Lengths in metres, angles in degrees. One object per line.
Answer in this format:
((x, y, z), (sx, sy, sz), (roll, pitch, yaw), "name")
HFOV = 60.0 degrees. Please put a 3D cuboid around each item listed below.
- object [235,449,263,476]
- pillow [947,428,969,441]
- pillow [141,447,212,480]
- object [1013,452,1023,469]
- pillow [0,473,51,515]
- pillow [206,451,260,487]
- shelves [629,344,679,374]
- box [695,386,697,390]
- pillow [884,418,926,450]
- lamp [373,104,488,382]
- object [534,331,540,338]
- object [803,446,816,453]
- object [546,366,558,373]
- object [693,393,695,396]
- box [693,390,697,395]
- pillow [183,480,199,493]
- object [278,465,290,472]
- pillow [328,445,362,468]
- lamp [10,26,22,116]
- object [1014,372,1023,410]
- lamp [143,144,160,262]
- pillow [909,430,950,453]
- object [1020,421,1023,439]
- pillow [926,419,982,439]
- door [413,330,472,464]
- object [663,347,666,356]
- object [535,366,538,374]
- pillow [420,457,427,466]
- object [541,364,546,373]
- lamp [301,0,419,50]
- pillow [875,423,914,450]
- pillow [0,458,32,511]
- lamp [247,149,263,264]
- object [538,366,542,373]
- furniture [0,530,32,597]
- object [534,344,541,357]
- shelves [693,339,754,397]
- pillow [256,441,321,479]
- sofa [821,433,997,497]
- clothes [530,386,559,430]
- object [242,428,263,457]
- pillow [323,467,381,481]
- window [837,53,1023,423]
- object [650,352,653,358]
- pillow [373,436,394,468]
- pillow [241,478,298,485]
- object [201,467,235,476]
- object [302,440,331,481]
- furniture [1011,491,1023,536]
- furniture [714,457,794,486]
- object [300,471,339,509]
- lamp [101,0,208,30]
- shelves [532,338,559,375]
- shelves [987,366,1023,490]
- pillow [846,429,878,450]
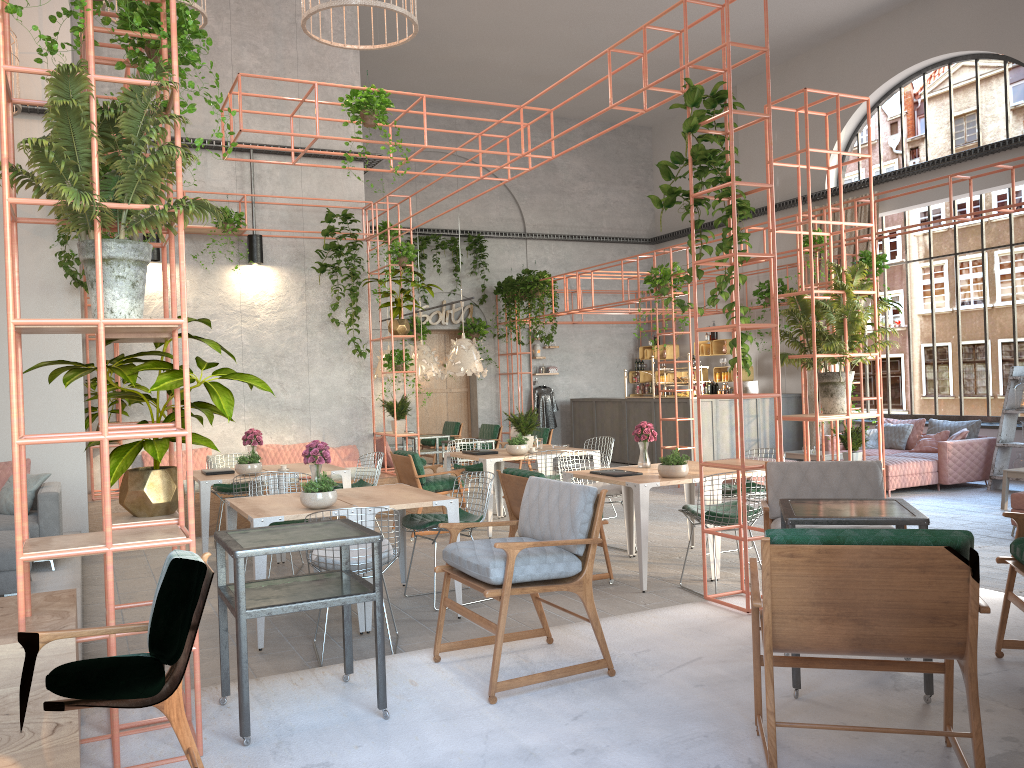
((-2.482, 0.739, 8.357), (0.248, 0.247, 0.254), (-2, 0, -26), "object")
((6.061, 0.793, 12.106), (0.308, 0.349, 0.495), (-2, 0, 24), "pillow")
((-4.014, 1.020, 10.713), (0.839, 0.474, 0.276), (-2, 0, -36), "pillow")
((6.519, 1.030, 11.350), (0.208, 0.320, 0.192), (-2, 0, -20), "object")
((-4.332, 0.966, 7.786), (0.495, 0.349, 0.308), (-2, 0, 24), "pillow")
((-3.426, 1.046, 10.975), (0.666, 0.385, 0.289), (-2, 0, -31), "pillow")
((3.143, 0.097, 18.957), (0.328, 1.838, 1.750), (-2, 0, -26), "shelves")
((3.696, 0.068, 17.641), (0.058, 0.093, 0.122), (-2, 0, -15), "box")
((5.818, 0.750, 13.366), (0.276, 0.474, 0.839), (-2, 0, -26), "pillow")
((-1.553, -2.075, 14.710), (0.704, 4.052, 4.456), (-2, 0, -26), "lamp")
((0.522, -1.042, 18.685), (0.133, 0.145, 0.133), (-2, 0, 26), "object")
((4.316, 0.980, 12.947), (0.199, 0.145, 0.156), (-2, 0, -11), "object")
((0.857, -0.301, 18.850), (0.219, 0.149, 0.129), (-2, 0, -26), "object")
((3.126, 0.167, 15.548), (0.240, 0.104, 0.073), (-2, 0, -45), "object")
((3.664, 0.162, 17.621), (0.058, 0.093, 0.122), (-2, 0, -26), "box")
((-3.889, 1.203, 10.301), (0.637, 0.149, 0.491), (-2, 0, -25), "pillow")
((-2.228, 0.817, 8.654), (0.115, 0.078, 0.115), (-2, 0, -20), "object")
((-2.274, 1.004, 11.536), (0.666, 0.385, 0.289), (-2, 0, -31), "pillow")
((-5.123, -4.331, 8.234), (0.883, 3.476, 0.883), (-2, 0, 27), "lamp")
((6.679, 0.085, 11.569), (0.216, 0.500, 0.216), (-2, 0, 6), "object")
((-4.321, -2.185, 10.587), (0.179, 1.425, 0.185), (-2, 0, -26), "lamp")
((5.914, 0.816, 12.536), (0.441, 0.317, 0.479), (-2, 0, -45), "pillow")
((6.649, 0.625, 11.381), (0.223, 0.297, 0.223), (-2, 0, -7), "object")
((6.204, 0.741, 12.546), (0.273, 0.476, 0.836), (-2, 0, -26), "pillow")
((-1.609, 0.261, 18.545), (1.360, 2.729, 0.551), (-2, 0, -26), "door")
((3.249, -0.675, 18.663), (0.137, 0.261, 0.137), (-2, 0, 10), "object")
((0.523, -0.302, 18.701), (0.055, 0.164, 0.092), (-2, 0, -7), "object")
((-1.547, 1.114, 12.686), (0.491, 0.149, 0.637), (-2, 0, -25), "pillow")
((0.663, -0.327, 18.756), (0.081, 0.204, 0.081), (-2, 0, -26), "object")
((-1.224, -4.465, 6.805), (0.883, 3.476, 0.883), (-2, 0, 27), "lamp")
((5.678, 0.787, 13.312), (0.289, 0.385, 0.666), (-2, 0, -26), "pillow")
((-4.774, 0.935, 7.930), (0.836, 0.476, 0.273), (-2, 0, -26), "pillow")
((-3.235, -2.225, 11.115), (0.179, 1.425, 0.185), (-2, 0, -26), "lamp")
((0.591, -0.298, 18.711), (0.063, 0.151, 0.063), (-2, 0, -40), "object")
((-4.000, 1.338, 6.364), (0.941, 0.446, 0.975), (-2, 0, -26), "furniture")
((0.535, -0.739, 18.696), (0.136, 0.336, 0.145), (-2, 0, -12), "object")
((3.982, 0.072, 17.230), (0.328, 1.838, 1.750), (-2, 0, -26), "shelves")
((-2.844, 0.977, 11.235), (0.839, 0.474, 0.276), (-2, 0, -6), "pillow")
((5.252, 1.088, 12.569), (1.960, 0.672, 2.219), (-2, 0, -26), "sofa")
((0.698, 0.533, 18.743), (0.366, 0.997, 0.625), (-2, 0, 44), "clothes")
((-2.649, 0.659, 9.071), (0.213, 0.414, 0.225), (-2, 0, -34), "object")
((-2.033, 1.135, 11.204), (0.637, 0.149, 0.491), (-2, 0, -25), "pillow")
((6.686, -2.197, 13.755), (0.089, 5.538, 4.127), (-2, 0, -26), "window")
((3.029, -0.608, 18.977), (0.123, 0.142, 0.141), (-2, 0, -26), "object")
((-1.886, 0.942, 12.404), (0.276, 0.474, 0.839), (-2, 0, -36), "pillow")
((-2.947, 1.169, 10.760), (0.637, 0.149, 0.491), (-2, 0, -25), "pillow")
((-2.897, 0.860, 8.727), (0.268, 0.031, 0.427), (-2, 0, -26), "object")
((-1.451, 0.623, 6.606), (0.213, 0.414, 0.225), (-2, 0, -34), "object")
((5.375, 1.203, 8.238), (0.941, 0.446, 0.976), (-2, 0, -26), "furniture")
((3.365, 1.263, 12.375), (0.941, 0.446, 0.976), (-2, 0, -26), "furniture")
((-1.287, 0.703, 5.898), (0.247, 0.247, 0.252), (-2, 0, -26), "object")
((-3.256, -5.032, 7.943), (0.883, 3.476, 0.883), (-2, 0, 27), "lamp")
((0.714, -0.584, 18.766), (0.560, 0.790, 0.186), (-2, 0, -26), "shelves")
((6.761, 0.571, 11.441), (0.856, 1.618, 0.842), (-2, 0, -26), "shelves")
((5.307, 0.850, 13.394), (0.500, 0.324, 0.307), (-2, 0, 9), "pillow")
